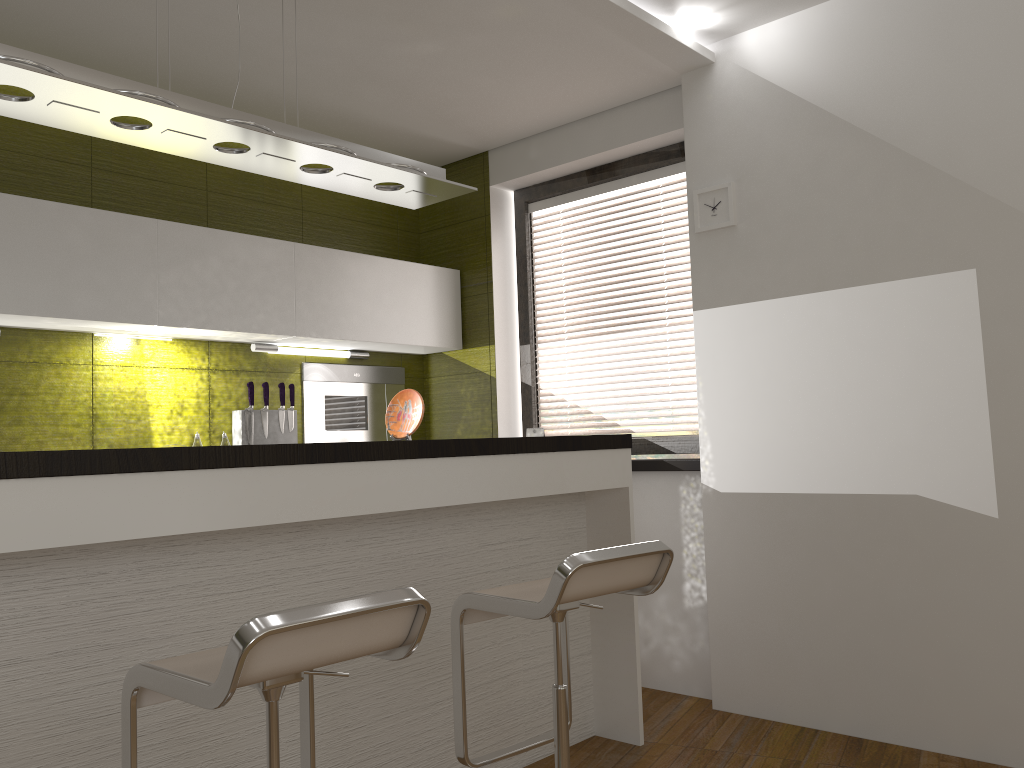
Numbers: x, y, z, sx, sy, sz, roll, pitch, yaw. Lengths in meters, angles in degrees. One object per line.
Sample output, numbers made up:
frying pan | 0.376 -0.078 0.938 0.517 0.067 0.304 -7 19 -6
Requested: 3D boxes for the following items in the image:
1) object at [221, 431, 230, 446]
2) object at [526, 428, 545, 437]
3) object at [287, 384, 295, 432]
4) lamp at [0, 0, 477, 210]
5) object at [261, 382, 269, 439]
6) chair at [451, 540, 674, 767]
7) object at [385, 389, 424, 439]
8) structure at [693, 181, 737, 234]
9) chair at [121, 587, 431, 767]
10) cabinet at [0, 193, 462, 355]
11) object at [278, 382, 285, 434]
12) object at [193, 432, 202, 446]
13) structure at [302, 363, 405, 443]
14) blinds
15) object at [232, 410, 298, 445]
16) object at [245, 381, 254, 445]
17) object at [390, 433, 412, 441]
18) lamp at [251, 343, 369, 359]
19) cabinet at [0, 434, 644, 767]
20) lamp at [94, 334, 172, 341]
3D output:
object | -1.280 0.272 3.954 0.059 0.121 0.059 -3 -4 9
object | 0.119 0.308 4.473 0.106 0.169 0.057 -5 -5 36
object | -1.040 0.113 4.171 0.013 0.231 0.040 -5 -5 42
lamp | -0.813 -1.013 2.558 0.326 0.683 1.677 -5 -5 42
object | -1.133 0.121 4.067 0.013 0.264 0.042 -5 -5 42
chair | 0.139 0.835 2.268 0.418 0.857 0.460 1 -5 -43
object | -0.382 0.106 3.155 0.184 0.178 0.055 -5 -5 38
structure | 0.838 -0.728 3.668 0.180 0.180 0.026 -5 -5 42
chair | -0.427 0.814 1.639 0.460 0.857 0.418 -5 -5 42
cabinet | -1.578 0.369 3.614 0.724 2.089 3.471 -5 -5 42
object | -1.074 0.113 4.133 0.013 0.243 0.036 -5 -5 42
object | -1.364 0.267 3.844 0.059 0.121 0.059 -2 -4 -2
structure | -0.808 0.136 4.635 0.015 0.469 0.663 -5 -5 42
blinds | 0.251 -2.598 8.677 16.000 12.704 9.030 -1 -4 -9
object | -1.141 0.235 4.107 0.107 0.227 0.293 -5 -5 42
object | -1.185 0.157 4.005 0.013 0.339 0.046 -5 -5 42
object | -0.380 0.143 3.151 0.088 0.131 0.072 -5 -5 37
lamp | -0.988 -0.161 4.416 0.095 0.041 0.716 -5 -5 42
cabinet | -0.764 0.738 2.406 0.663 1.134 2.947 -5 -5 42
lamp | -1.613 -0.199 3.789 0.008 0.008 0.334 -5 -5 42
